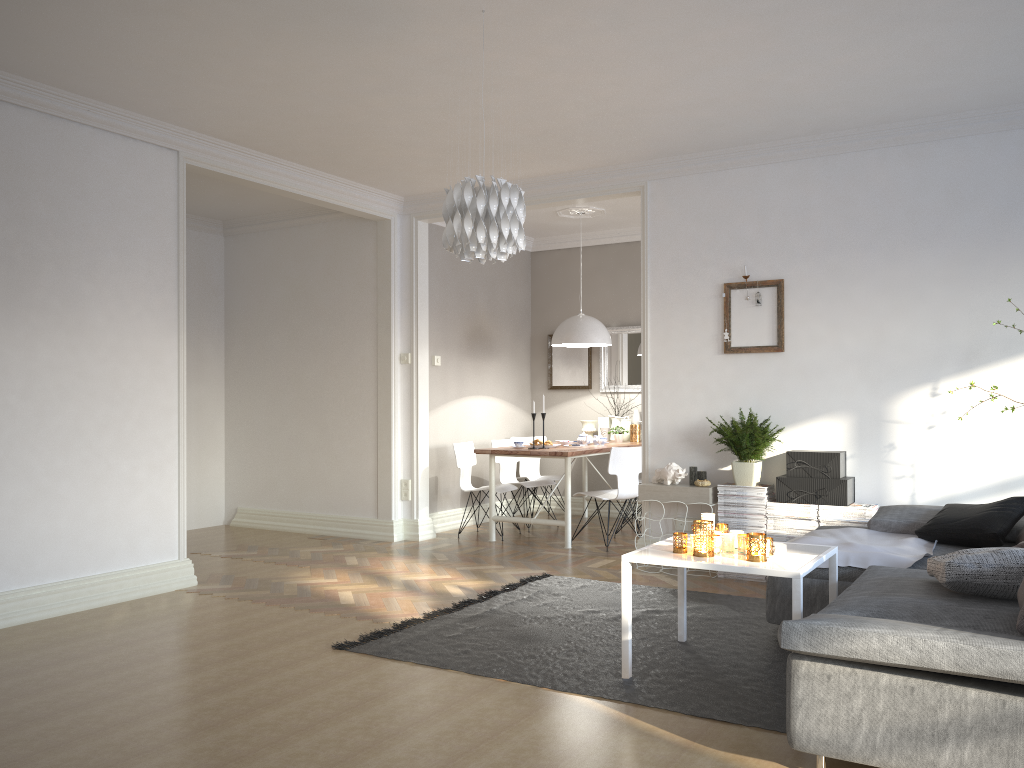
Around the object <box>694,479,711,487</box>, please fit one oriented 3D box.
[{"bbox_3d":[1.241,0.643,5.759,0.099,0.046,0.104,0,-1,-13],"label":"object"}]

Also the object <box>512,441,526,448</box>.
[{"bbox_3d":[0.060,0.499,7.307,0.116,0.056,0.137,0,-1,-28],"label":"object"}]

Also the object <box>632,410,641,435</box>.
[{"bbox_3d":[1.189,0.395,8.466,0.091,0.301,0.091,0,0,-15],"label":"object"}]

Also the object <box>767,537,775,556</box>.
[{"bbox_3d":[1.049,0.664,3.628,0.054,0.068,0.047,0,-1,-9],"label":"object"}]

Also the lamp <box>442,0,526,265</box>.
[{"bbox_3d":[-0.120,-1.052,3.748,0.355,1.065,0.354,0,0,-17],"label":"lamp"}]

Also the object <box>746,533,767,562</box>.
[{"bbox_3d":[0.964,0.643,3.494,0.080,0.104,0.080,0,-1,21],"label":"object"}]

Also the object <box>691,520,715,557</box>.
[{"bbox_3d":[0.777,0.628,3.607,0.090,0.140,0.087,0,0,1],"label":"object"}]

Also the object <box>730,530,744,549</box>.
[{"bbox_3d":[0.960,0.664,3.783,0.060,0.073,0.060,0,-1,-34],"label":"object"}]

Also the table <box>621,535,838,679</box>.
[{"bbox_3d":[0.927,0.952,3.721,0.715,0.504,0.675,-1,-1,31],"label":"table"}]

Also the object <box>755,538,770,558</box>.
[{"bbox_3d":[1.003,0.660,3.557,0.060,0.073,0.060,0,-1,-7],"label":"object"}]

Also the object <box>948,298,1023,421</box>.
[{"bbox_3d":[2.675,0.062,4.661,0.776,1.674,0.340,0,0,-10],"label":"object"}]

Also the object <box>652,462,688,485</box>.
[{"bbox_3d":[1.051,0.595,5.897,0.137,0.150,0.311,0,-1,-29],"label":"object"}]

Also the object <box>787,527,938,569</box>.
[{"bbox_3d":[1.664,0.961,4.315,0.725,0.437,0.812,-1,-1,30],"label":"object"}]

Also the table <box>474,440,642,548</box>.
[{"bbox_3d":[0.571,0.908,7.745,0.853,0.750,1.986,-1,-1,31],"label":"table"}]

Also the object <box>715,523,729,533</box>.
[{"bbox_3d":[0.936,0.665,3.954,0.060,0.079,0.060,0,-1,25],"label":"object"}]

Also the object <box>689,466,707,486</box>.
[{"bbox_3d":[1.228,0.601,5.861,0.123,0.134,0.062,0,0,-18],"label":"object"}]

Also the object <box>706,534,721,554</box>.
[{"bbox_3d":[0.834,0.663,3.670,0.060,0.073,0.060,0,-1,20],"label":"object"}]

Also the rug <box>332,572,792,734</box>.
[{"bbox_3d":[0.567,1.207,4.396,2.111,0.055,2.015,-1,-1,31],"label":"rug"}]

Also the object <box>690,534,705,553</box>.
[{"bbox_3d":[0.770,0.663,3.680,0.060,0.073,0.060,0,-1,20],"label":"object"}]

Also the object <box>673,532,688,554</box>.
[{"bbox_3d":[0.699,0.660,3.685,0.060,0.079,0.060,0,-1,21],"label":"object"}]

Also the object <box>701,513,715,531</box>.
[{"bbox_3d":[0.840,0.592,3.798,0.060,0.073,0.060,0,-1,-43],"label":"object"}]

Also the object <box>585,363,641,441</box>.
[{"bbox_3d":[1.024,0.156,8.426,0.698,0.781,0.352,0,0,13],"label":"object"}]

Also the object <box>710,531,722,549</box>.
[{"bbox_3d":[0.863,0.664,3.771,0.060,0.073,0.060,0,-1,11],"label":"object"}]

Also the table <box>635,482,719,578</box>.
[{"bbox_3d":[1.114,0.956,5.872,0.553,0.575,0.299,-1,-1,32],"label":"table"}]

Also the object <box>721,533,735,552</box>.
[{"bbox_3d":[0.902,0.663,3.703,0.060,0.073,0.060,0,-1,-13],"label":"object"}]

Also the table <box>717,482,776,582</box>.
[{"bbox_3d":[1.502,0.939,5.681,0.321,0.596,0.246,0,0,31],"label":"table"}]

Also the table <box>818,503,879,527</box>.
[{"bbox_3d":[2.036,0.980,5.359,0.327,0.499,0.246,0,0,31],"label":"table"}]

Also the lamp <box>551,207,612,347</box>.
[{"bbox_3d":[0.606,-0.929,7.758,0.530,1.182,0.530,0,0,39],"label":"lamp"}]

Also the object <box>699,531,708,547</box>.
[{"bbox_3d":[0.822,0.666,3.824,0.060,0.073,0.060,0,-1,11],"label":"object"}]

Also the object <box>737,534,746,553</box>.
[{"bbox_3d":[0.965,0.662,3.681,0.060,0.073,0.060,0,-1,-34],"label":"object"}]

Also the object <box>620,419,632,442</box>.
[{"bbox_3d":[1.081,0.440,8.391,0.114,0.209,0.112,0,0,31],"label":"object"}]

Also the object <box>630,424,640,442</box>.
[{"bbox_3d":[1.154,0.461,8.302,0.095,0.163,0.095,0,0,-19],"label":"object"}]

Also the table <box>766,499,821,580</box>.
[{"bbox_3d":[1.767,0.984,5.522,0.327,0.499,0.246,0,0,31],"label":"table"}]

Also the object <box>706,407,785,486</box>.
[{"bbox_3d":[1.482,0.406,5.654,0.438,0.526,0.368,-1,-1,31],"label":"object"}]

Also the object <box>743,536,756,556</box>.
[{"bbox_3d":[0.972,0.661,3.616,0.060,0.073,0.060,0,-1,-34],"label":"object"}]
